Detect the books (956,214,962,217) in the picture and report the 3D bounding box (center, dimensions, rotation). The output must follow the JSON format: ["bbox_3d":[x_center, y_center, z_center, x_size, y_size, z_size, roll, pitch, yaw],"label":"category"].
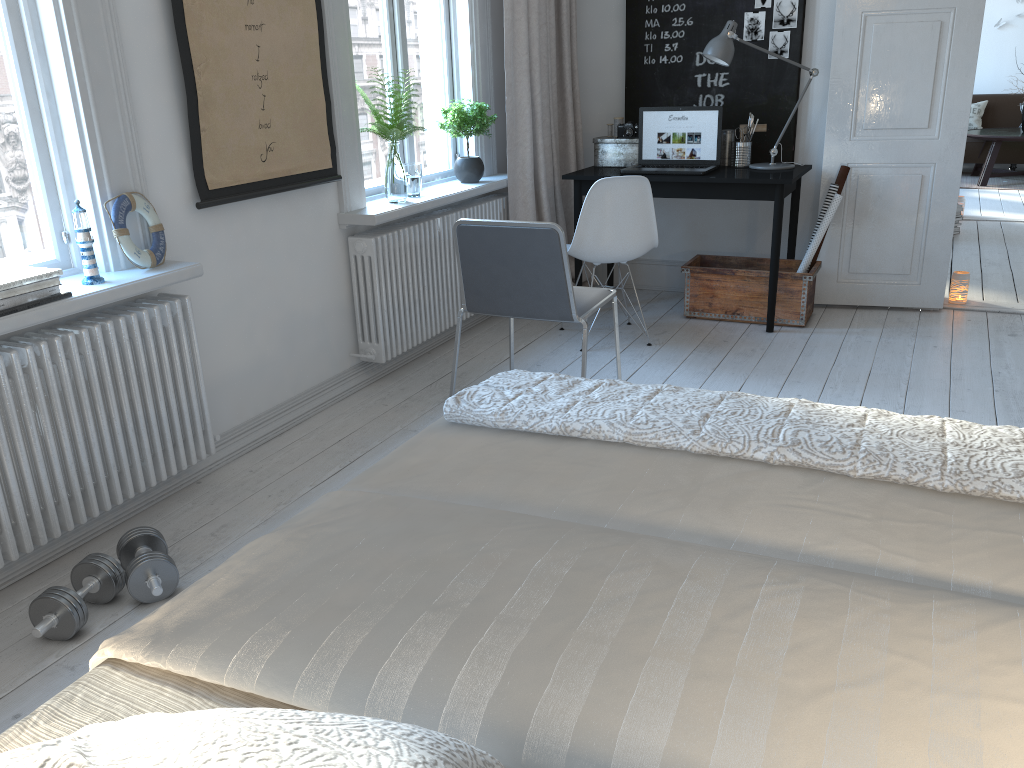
[{"bbox_3d":[3.299,-1.284,6.733,0.128,0.016,0.178,-9,21,-20],"label":"books"}]

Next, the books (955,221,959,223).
[{"bbox_3d":[3.289,-1.244,6.752,0.128,0.022,0.166,-13,22,-28],"label":"books"}]

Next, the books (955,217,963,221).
[{"bbox_3d":[3.297,-1.262,6.733,0.128,0.022,0.192,-14,23,-30],"label":"books"}]

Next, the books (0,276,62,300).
[{"bbox_3d":[-1.342,-0.247,2.287,0.207,0.022,0.252,8,22,25],"label":"books"}]

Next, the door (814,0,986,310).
[{"bbox_3d":[2.890,-1.543,4.152,2.596,2.520,0.574,7,22,24],"label":"door"}]

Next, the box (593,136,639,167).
[{"bbox_3d":[0.616,-1.295,4.935,0.316,0.153,0.192,7,22,24],"label":"box"}]

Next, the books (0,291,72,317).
[{"bbox_3d":[-1.333,-0.208,2.302,0.219,0.013,0.271,6,21,21],"label":"books"}]

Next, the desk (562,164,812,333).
[{"bbox_3d":[0.935,-0.763,4.777,1.158,0.763,0.647,7,22,24],"label":"desk"}]

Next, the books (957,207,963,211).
[{"bbox_3d":[3.296,-1.332,6.703,0.128,0.027,0.199,-3,20,-2],"label":"books"}]

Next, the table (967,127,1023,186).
[{"bbox_3d":[5.343,-2.359,9.209,1.299,0.506,1.292,4,20,15],"label":"table"}]

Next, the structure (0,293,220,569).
[{"bbox_3d":[-1.390,0.187,2.333,0.195,0.550,1.498,8,22,24],"label":"structure"}]

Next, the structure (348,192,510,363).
[{"bbox_3d":[-0.350,-0.576,4.378,0.195,0.550,1.498,8,22,24],"label":"structure"}]

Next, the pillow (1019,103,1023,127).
[{"bbox_3d":[5.831,-2.920,9.755,0.472,0.349,0.157,7,22,23],"label":"pillow"}]

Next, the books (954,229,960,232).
[{"bbox_3d":[3.298,-1.181,6.771,0.128,0.016,0.176,-10,21,-22],"label":"books"}]

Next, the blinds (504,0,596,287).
[{"bbox_3d":[0.212,-1.720,4.696,0.224,2.663,0.827,8,22,24],"label":"blinds"}]

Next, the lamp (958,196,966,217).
[{"bbox_3d":[3.706,-1.473,7.352,0.089,0.167,0.088,7,22,23],"label":"lamp"}]

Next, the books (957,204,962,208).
[{"bbox_3d":[3.291,-1.354,6.701,0.132,0.017,0.185,-2,20,-1],"label":"books"}]

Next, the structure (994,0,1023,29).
[{"bbox_3d":[5.888,-4.172,9.706,1.024,0.481,0.085,7,22,24],"label":"structure"}]

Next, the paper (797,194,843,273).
[{"bbox_3d":[1.526,-0.657,4.555,0.283,0.630,0.040,-1,20,4],"label":"paper"}]

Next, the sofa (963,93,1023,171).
[{"bbox_3d":[5.681,-2.768,9.810,2.163,0.829,0.964,7,22,24],"label":"sofa"}]

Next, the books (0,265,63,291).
[{"bbox_3d":[-1.341,-0.266,2.284,0.203,0.015,0.267,6,21,22],"label":"books"}]

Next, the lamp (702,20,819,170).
[{"bbox_3d":[1.250,-1.458,4.491,0.617,0.720,0.228,-3,20,-3],"label":"lamp"}]

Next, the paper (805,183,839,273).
[{"bbox_3d":[1.550,-0.692,4.599,0.266,0.673,0.043,-9,21,-17],"label":"paper"}]

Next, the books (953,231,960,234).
[{"bbox_3d":[3.303,-1.165,6.777,0.128,0.016,0.178,-11,22,-24],"label":"books"}]

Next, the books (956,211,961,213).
[{"bbox_3d":[3.292,-1.315,6.719,0.128,0.016,0.179,-3,20,-3],"label":"books"}]

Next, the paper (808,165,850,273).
[{"bbox_3d":[1.603,-0.751,4.632,0.297,0.751,0.048,-9,21,-17],"label":"paper"}]

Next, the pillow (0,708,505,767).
[{"bbox_3d":[-0.007,0.422,0.759,1.146,0.227,0.413,4,21,18],"label":"pillow"}]

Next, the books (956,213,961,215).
[{"bbox_3d":[3.294,-1.300,6.727,0.128,0.016,0.175,-5,20,-7],"label":"books"}]

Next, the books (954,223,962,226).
[{"bbox_3d":[3.296,-1.222,6.752,0.132,0.017,0.186,-12,22,-25],"label":"books"}]

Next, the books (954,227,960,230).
[{"bbox_3d":[3.296,-1.196,6.763,0.128,0.016,0.180,-9,21,-18],"label":"books"}]

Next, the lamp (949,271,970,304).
[{"bbox_3d":[2.422,-0.522,4.800,0.089,0.167,0.088,5,21,17],"label":"lamp"}]

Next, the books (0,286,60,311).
[{"bbox_3d":[-1.351,-0.223,2.290,0.207,0.025,0.261,5,21,18],"label":"books"}]

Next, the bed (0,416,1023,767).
[{"bbox_3d":[0.208,0.395,1.146,1.886,1.053,2.165,7,22,24],"label":"bed"}]
